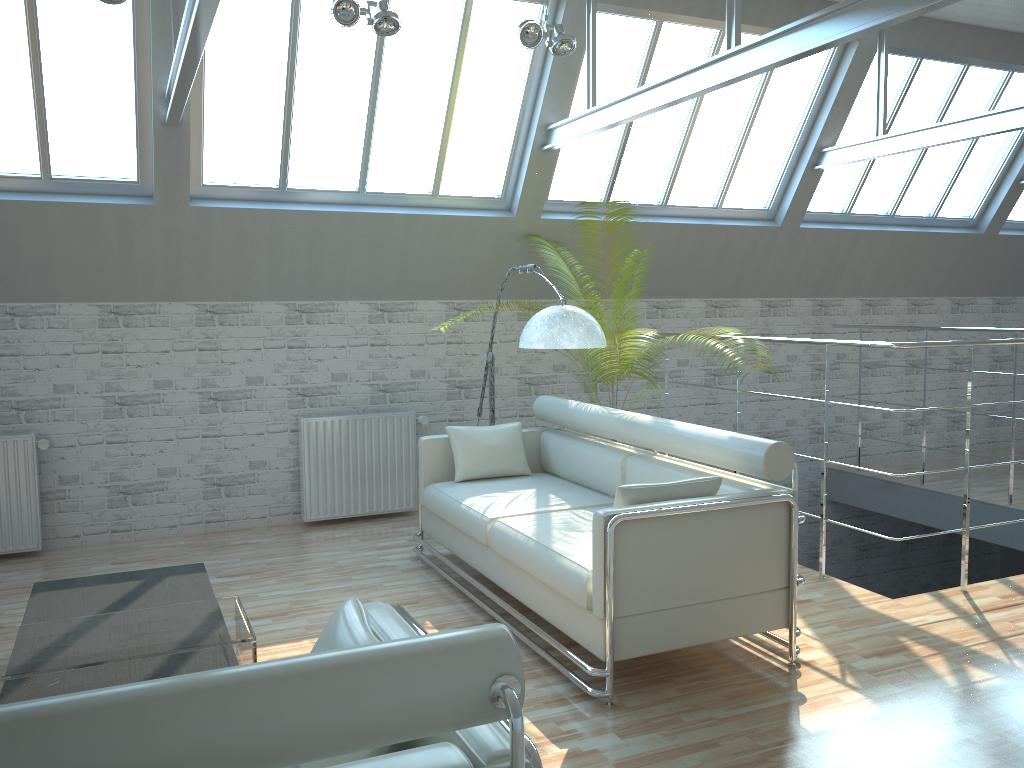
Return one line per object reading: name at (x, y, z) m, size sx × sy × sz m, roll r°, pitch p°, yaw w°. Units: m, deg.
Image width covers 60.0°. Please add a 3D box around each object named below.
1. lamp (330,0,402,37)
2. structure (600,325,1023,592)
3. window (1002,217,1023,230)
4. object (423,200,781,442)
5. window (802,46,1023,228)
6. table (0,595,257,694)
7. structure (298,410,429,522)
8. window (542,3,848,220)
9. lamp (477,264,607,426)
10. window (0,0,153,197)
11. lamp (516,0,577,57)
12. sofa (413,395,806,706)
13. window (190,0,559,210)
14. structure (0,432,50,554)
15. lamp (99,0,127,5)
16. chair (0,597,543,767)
lamp at (-1.593, -4.507, 9.716) m, size 0.808 × 1.172 × 0.618 m, roll -2°, pitch 5°, yaw -20°
structure at (5.160, 0.596, 13.300) m, size 5.366 × 2.781 × 6.483 m, roll -3°, pitch 5°, yaw -24°
window at (12.070, -4.564, 17.997) m, size 4.651 × 2.787 × 1.897 m, roll -3°, pitch 5°, yaw -24°
object at (1.033, -0.034, 11.754) m, size 5.015 × 4.386 × 3.777 m, roll 4°, pitch 7°, yaw 41°
window at (7.430, -4.340, 15.943) m, size 4.651 × 2.787 × 1.897 m, roll -3°, pitch 5°, yaw -24°
table at (-2.793, 2.215, 6.400) m, size 1.726 × 0.867 × 1.015 m, roll -3°, pitch 5°, yaw -24°
structure at (-2.226, 1.209, 13.390) m, size 1.892 × 1.524 × 0.508 m, roll -3°, pitch 5°, yaw -24°
window at (2.789, -4.115, 13.888) m, size 4.651 × 2.787 × 1.897 m, roll -3°, pitch 5°, yaw -24°
lamp at (0.040, 0.281, 12.053) m, size 1.015 × 3.709 × 4.621 m, roll -2°, pitch 5°, yaw -18°
window at (-6.492, -3.665, 9.780) m, size 4.651 × 2.787 × 1.897 m, roll -3°, pitch 5°, yaw -24°
lamp at (0.443, -4.606, 10.617) m, size 0.808 × 1.172 × 0.619 m, roll -2°, pitch 5°, yaw -20°
sofa at (0.666, 1.356, 9.602) m, size 2.199 × 1.999 × 4.866 m, roll -3°, pitch 5°, yaw -24°
window at (-1.851, -3.890, 11.834) m, size 4.651 × 2.787 × 1.897 m, roll -3°, pitch 5°, yaw -24°
structure at (-6.917, 1.436, 11.313) m, size 1.892 × 1.524 × 0.508 m, roll -3°, pitch 5°, yaw -24°
lamp at (-4.175, -4.382, 8.573) m, size 0.808 × 1.172 × 0.619 m, roll -2°, pitch 5°, yaw -20°
chair at (-1.391, 1.892, 3.683) m, size 2.507 × 2.001 × 2.201 m, roll -3°, pitch 5°, yaw -24°
